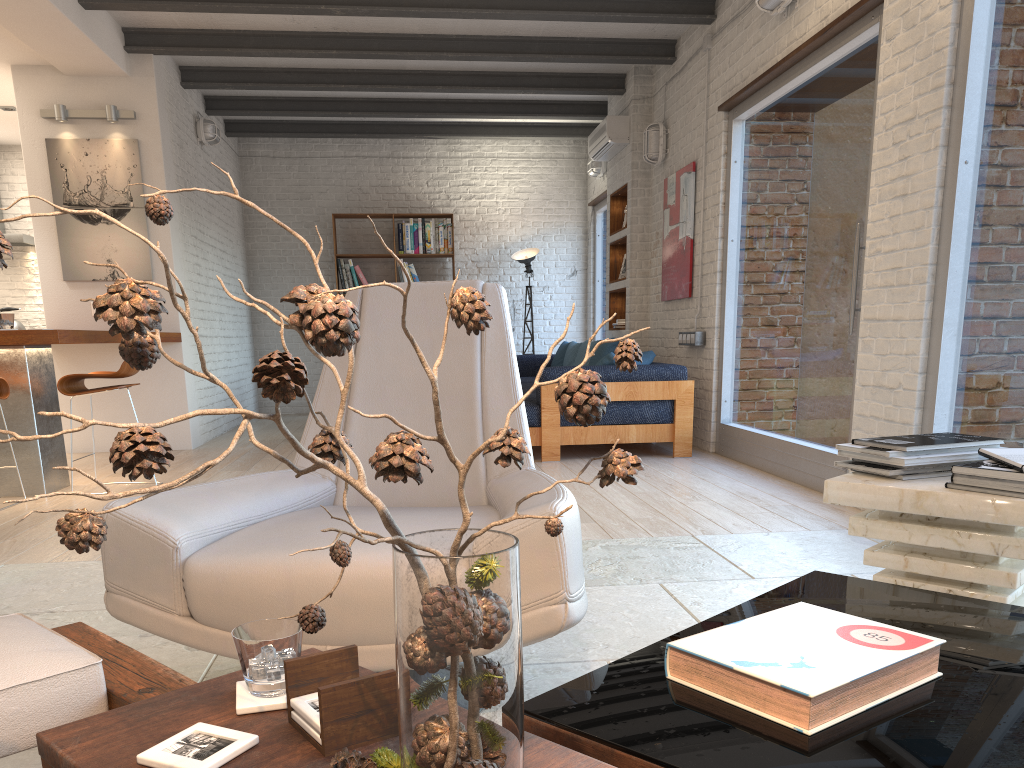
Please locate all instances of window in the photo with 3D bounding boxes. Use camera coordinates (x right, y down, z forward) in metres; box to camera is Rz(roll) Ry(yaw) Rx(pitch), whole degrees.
[{"bbox_3d":[1.900,-2.623,3.806,0.647,6.578,12.011,-2,6,-7],"label":"window"}]

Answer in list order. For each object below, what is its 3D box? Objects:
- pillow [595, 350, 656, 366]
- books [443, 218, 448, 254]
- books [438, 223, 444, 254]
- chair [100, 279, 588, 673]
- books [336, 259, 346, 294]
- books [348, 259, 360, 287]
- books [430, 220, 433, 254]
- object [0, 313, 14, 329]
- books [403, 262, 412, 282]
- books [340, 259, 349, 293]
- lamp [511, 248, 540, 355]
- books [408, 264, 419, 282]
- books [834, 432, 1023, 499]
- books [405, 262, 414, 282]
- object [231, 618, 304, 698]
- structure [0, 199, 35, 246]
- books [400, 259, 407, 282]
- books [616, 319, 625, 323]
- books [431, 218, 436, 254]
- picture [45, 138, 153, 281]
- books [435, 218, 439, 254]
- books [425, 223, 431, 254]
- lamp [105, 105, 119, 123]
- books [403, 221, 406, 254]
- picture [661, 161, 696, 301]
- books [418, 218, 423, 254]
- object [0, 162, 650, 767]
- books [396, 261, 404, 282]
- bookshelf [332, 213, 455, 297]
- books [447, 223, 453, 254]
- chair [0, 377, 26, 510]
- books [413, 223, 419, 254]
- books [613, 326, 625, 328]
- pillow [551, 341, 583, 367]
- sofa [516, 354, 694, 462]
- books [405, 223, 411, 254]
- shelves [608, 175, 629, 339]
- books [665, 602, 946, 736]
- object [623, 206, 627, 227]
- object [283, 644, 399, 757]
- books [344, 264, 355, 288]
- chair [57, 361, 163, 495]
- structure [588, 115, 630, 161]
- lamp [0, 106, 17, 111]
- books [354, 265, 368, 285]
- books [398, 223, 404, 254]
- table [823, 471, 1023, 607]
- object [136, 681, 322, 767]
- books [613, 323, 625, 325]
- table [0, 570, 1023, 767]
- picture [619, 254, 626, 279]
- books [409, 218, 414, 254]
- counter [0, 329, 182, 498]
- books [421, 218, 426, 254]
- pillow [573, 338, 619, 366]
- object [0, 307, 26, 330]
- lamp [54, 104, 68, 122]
[{"bbox_3d":[0.769,-0.072,6.356,0.372,0.338,0.555,6,9,43],"label":"pillow"},{"bbox_3d":[-0.755,-1.658,9.856,0.036,0.395,0.236,-2,10,-7],"label":"books"},{"bbox_3d":[-0.801,-1.629,9.852,0.055,0.340,0.247,-2,10,-7],"label":"books"},{"bbox_3d":[-0.300,0.247,2.157,1.027,1.047,0.943,1,9,10],"label":"chair"},{"bbox_3d":[-1.914,-1.201,9.827,0.091,0.396,0.236,-2,10,-7],"label":"books"},{"bbox_3d":[-1.770,-1.202,9.839,0.121,0.393,0.236,-2,10,-7],"label":"books"},{"bbox_3d":[-0.913,-1.641,9.842,0.021,0.370,0.263,-2,10,-7],"label":"books"},{"bbox_3d":[-2.804,-0.346,4.833,0.091,0.087,0.088,0,8,8],"label":"object"},{"bbox_3d":[-1.166,-1.198,9.914,0.124,0.359,0.263,-2,10,-7],"label":"books"},{"bbox_3d":[-1.878,-1.203,9.839,0.091,0.396,0.236,-2,10,-7],"label":"books"},{"bbox_3d":[0.358,-0.607,9.861,0.499,1.903,0.850,-9,14,-34],"label":"lamp"},{"bbox_3d":[-1.096,-1.190,9.918,0.158,0.339,0.247,-2,10,-7],"label":"books"},{"bbox_3d":[1.104,0.186,2.033,0.387,0.082,0.556,-2,4,-23],"label":"books"},{"bbox_3d":[-1.146,-1.199,9.925,0.124,0.359,0.263,-2,10,-7],"label":"books"},{"bbox_3d":[-0.315,0.360,1.138,0.090,0.087,0.089,6,11,42],"label":"object"},{"bbox_3d":[-5.341,-1.898,8.650,0.985,1.024,0.442,-2,11,-6],"label":"structure"},{"bbox_3d":[-1.218,-1.213,9.894,0.103,0.395,0.236,-2,10,-7],"label":"books"},{"bbox_3d":[1.057,-0.592,8.230,0.132,0.035,0.200,-1,3,3],"label":"books"},{"bbox_3d":[-0.886,-1.655,9.855,0.036,0.395,0.236,-2,10,-7],"label":"books"},{"bbox_3d":[-3.097,-1.301,6.560,0.655,1.047,0.019,-2,13,-6],"label":"picture"},{"bbox_3d":[-0.848,-1.656,9.846,0.036,0.395,0.236,-2,10,-7],"label":"books"},{"bbox_3d":[-0.950,-1.625,9.826,0.055,0.340,0.247,-2,10,-7],"label":"books"},{"bbox_3d":[-2.925,-1.974,6.371,0.079,0.107,0.077,3,10,21],"label":"lamp"},{"bbox_3d":[-1.214,-1.634,9.818,0.021,0.370,0.263,-2,10,-7],"label":"books"},{"bbox_3d":[1.289,-1.153,6.802,0.019,0.989,0.721,-2,10,-7],"label":"picture"},{"bbox_3d":[-1.034,-1.651,9.816,0.036,0.395,0.236,-2,10,-7],"label":"books"},{"bbox_3d":[-0.176,0.126,0.736,0.536,0.626,0.310,-7,13,-35],"label":"object"},{"bbox_3d":[-1.259,-1.214,9.913,0.101,0.395,0.236,-2,10,-7],"label":"books"},{"bbox_3d":[-1.307,-0.770,9.976,1.317,2.271,0.352,-2,13,-6],"label":"bookshelf"},{"bbox_3d":[-0.707,-1.632,9.884,0.055,0.340,0.247,-2,10,-7],"label":"books"},{"bbox_3d":[-2.882,0.276,4.534,0.405,0.799,0.408,-2,11,-6],"label":"chair"},{"bbox_3d":[-1.083,-1.623,9.836,0.055,0.340,0.247,-2,10,-7],"label":"books"},{"bbox_3d":[1.048,-0.539,8.247,0.162,0.017,0.245,-1,3,3],"label":"books"},{"bbox_3d":[0.576,-0.237,8.968,0.243,0.409,1.078,-2,5,-8],"label":"pillow"},{"bbox_3d":[-0.003,0.104,7.845,2.078,0.679,3.849,-1,3,-7],"label":"sofa"},{"bbox_3d":[-1.174,-1.620,9.808,0.055,0.340,0.247,-2,10,-7],"label":"books"},{"bbox_3d":[1.078,-1.124,8.132,0.192,1.471,0.743,-2,11,-7],"label":"shelves"},{"bbox_3d":[0.434,0.409,1.296,0.323,0.058,0.251,-3,4,-36],"label":"books"},{"bbox_3d":[1.072,-1.541,7.989,0.112,0.250,0.209,-1,9,1],"label":"object"},{"bbox_3d":[-0.205,0.376,1.047,0.093,0.084,0.112,-6,8,-34],"label":"object"},{"bbox_3d":[-1.829,-1.179,9.869,0.102,0.344,0.247,-2,10,-7],"label":"books"},{"bbox_3d":[-2.341,0.235,5.121,0.422,0.799,0.391,-2,11,-6],"label":"chair"},{"bbox_3d":[0.865,-2.204,7.866,0.200,0.225,0.794,-2,4,-7],"label":"structure"},{"bbox_3d":[-4.293,-2.367,7.431,0.123,0.057,0.120,-1,5,-7],"label":"lamp"},{"bbox_3d":[-1.680,-1.174,9.879,0.195,0.328,0.247,-2,9,-7],"label":"books"},{"bbox_3d":[-1.253,-1.619,9.818,0.055,0.340,0.247,-2,10,-7],"label":"books"},{"bbox_3d":[1.101,0.477,2.157,0.489,0.520,0.486,7,11,43],"label":"table"},{"bbox_3d":[-0.322,0.401,1.065,0.268,0.036,0.245,-3,4,-34],"label":"object"},{"bbox_3d":[1.056,-0.565,8.230,0.171,0.019,0.230,-1,3,-5],"label":"books"},{"bbox_3d":[0.190,0.589,1.037,2.180,0.442,1.941,2,5,44],"label":"table"},{"bbox_3d":[1.083,-1.105,8.186,0.102,0.252,0.188,-4,10,-16],"label":"picture"},{"bbox_3d":[-1.128,-1.649,9.811,0.036,0.395,0.236,-2,10,-7],"label":"books"},{"bbox_3d":[-3.281,0.145,5.647,1.684,0.946,2.432,-2,4,-7],"label":"counter"},{"bbox_3d":[-0.998,-1.652,9.829,0.036,0.395,0.236,-2,10,-7],"label":"books"},{"bbox_3d":[0.718,-0.193,7.655,0.254,0.428,1.180,-2,4,-7],"label":"pillow"},{"bbox_3d":[-5.061,-0.635,8.804,0.262,0.284,0.255,1,9,15],"label":"object"},{"bbox_3d":[-3.278,-1.966,6.332,0.079,0.107,0.077,3,10,21],"label":"lamp"}]
